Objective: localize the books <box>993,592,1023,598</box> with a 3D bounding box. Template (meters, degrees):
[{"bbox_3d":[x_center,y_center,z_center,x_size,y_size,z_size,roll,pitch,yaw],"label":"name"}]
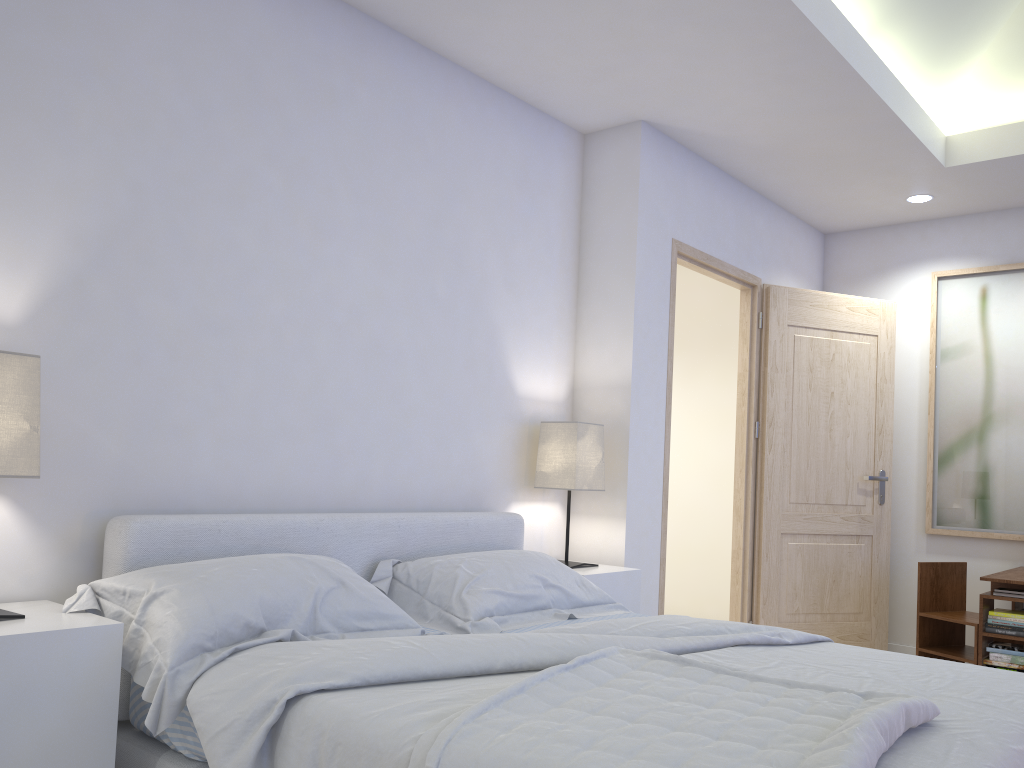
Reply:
[{"bbox_3d":[2.240,0.927,3.888,0.201,0.014,0.136,-2,-7,40],"label":"books"}]

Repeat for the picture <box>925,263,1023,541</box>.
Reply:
[{"bbox_3d":[2.970,0.076,4.398,1.681,1.456,0.030,-1,-4,40],"label":"picture"}]

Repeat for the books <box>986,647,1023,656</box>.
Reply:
[{"bbox_3d":[2.204,1.170,3.877,0.205,0.018,0.119,-2,-7,40],"label":"books"}]

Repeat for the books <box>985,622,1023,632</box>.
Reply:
[{"bbox_3d":[2.222,1.068,3.886,0.234,0.019,0.144,-2,-7,40],"label":"books"}]

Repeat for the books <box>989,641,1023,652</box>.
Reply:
[{"bbox_3d":[2.208,1.153,3.872,0.198,0.017,0.114,-2,-7,40],"label":"books"}]

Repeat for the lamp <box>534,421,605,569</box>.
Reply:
[{"bbox_3d":[0.235,0.450,3.625,0.210,0.581,0.211,0,-4,40],"label":"lamp"}]

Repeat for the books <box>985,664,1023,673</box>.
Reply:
[{"bbox_3d":[2.209,1.242,3.872,0.217,0.021,0.157,-2,-7,40],"label":"books"}]

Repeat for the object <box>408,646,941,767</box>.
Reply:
[{"bbox_3d":[0.312,0.784,1.580,0.718,0.465,0.916,-1,-6,36],"label":"object"}]

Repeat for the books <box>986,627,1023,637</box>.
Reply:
[{"bbox_3d":[2.219,1.087,3.889,0.217,0.020,0.157,-2,-7,40],"label":"books"}]

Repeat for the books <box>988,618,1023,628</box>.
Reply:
[{"bbox_3d":[2.230,1.049,3.890,0.222,0.020,0.155,-2,-7,40],"label":"books"}]

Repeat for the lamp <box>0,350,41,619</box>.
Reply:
[{"bbox_3d":[-1.190,0.218,1.933,0.210,0.580,0.211,1,-4,35],"label":"lamp"}]

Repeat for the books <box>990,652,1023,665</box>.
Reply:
[{"bbox_3d":[2.214,1.194,3.861,0.208,0.035,0.145,-2,-7,40],"label":"books"}]

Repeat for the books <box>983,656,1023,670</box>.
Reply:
[{"bbox_3d":[2.204,1.222,3.869,0.233,0.022,0.142,-2,-7,40],"label":"books"}]

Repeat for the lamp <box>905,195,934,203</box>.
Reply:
[{"bbox_3d":[2.142,-0.967,4.653,0.137,0.014,0.138,1,-6,12],"label":"lamp"}]

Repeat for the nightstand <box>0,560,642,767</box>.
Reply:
[{"bbox_3d":[-0.459,0.923,2.733,0.400,0.598,2.558,0,-6,40],"label":"nightstand"}]

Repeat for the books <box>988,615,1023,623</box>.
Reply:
[{"bbox_3d":[2.249,1.031,3.888,0.240,0.019,0.173,-3,-8,45],"label":"books"}]

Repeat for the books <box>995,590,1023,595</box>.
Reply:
[{"bbox_3d":[2.235,0.915,3.901,0.174,0.008,0.112,-2,-7,40],"label":"books"}]

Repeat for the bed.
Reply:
[{"bbox_3d":[0.196,0.799,2.280,2.020,0.812,1.975,-2,-7,39],"label":"bed"}]

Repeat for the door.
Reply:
[{"bbox_3d":[1.305,0.454,4.565,1.787,2.050,0.361,5,-4,-33],"label":"door"}]

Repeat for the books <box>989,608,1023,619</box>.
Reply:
[{"bbox_3d":[2.234,1.014,3.892,0.217,0.019,0.157,-2,-7,40],"label":"books"}]

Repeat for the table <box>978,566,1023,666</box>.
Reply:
[{"bbox_3d":[2.627,1.188,4.007,0.740,0.598,0.903,-1,-6,40],"label":"table"}]

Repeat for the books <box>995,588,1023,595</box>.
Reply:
[{"bbox_3d":[2.235,0.915,3.901,0.177,0.009,0.113,-2,-7,40],"label":"books"}]

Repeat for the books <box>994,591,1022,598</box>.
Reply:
[{"bbox_3d":[2.239,0.927,3.888,0.201,0.015,0.140,-2,-7,40],"label":"books"}]

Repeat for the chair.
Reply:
[{"bbox_3d":[2.255,1.201,4.360,0.340,0.608,0.341,4,-4,-25],"label":"chair"}]
